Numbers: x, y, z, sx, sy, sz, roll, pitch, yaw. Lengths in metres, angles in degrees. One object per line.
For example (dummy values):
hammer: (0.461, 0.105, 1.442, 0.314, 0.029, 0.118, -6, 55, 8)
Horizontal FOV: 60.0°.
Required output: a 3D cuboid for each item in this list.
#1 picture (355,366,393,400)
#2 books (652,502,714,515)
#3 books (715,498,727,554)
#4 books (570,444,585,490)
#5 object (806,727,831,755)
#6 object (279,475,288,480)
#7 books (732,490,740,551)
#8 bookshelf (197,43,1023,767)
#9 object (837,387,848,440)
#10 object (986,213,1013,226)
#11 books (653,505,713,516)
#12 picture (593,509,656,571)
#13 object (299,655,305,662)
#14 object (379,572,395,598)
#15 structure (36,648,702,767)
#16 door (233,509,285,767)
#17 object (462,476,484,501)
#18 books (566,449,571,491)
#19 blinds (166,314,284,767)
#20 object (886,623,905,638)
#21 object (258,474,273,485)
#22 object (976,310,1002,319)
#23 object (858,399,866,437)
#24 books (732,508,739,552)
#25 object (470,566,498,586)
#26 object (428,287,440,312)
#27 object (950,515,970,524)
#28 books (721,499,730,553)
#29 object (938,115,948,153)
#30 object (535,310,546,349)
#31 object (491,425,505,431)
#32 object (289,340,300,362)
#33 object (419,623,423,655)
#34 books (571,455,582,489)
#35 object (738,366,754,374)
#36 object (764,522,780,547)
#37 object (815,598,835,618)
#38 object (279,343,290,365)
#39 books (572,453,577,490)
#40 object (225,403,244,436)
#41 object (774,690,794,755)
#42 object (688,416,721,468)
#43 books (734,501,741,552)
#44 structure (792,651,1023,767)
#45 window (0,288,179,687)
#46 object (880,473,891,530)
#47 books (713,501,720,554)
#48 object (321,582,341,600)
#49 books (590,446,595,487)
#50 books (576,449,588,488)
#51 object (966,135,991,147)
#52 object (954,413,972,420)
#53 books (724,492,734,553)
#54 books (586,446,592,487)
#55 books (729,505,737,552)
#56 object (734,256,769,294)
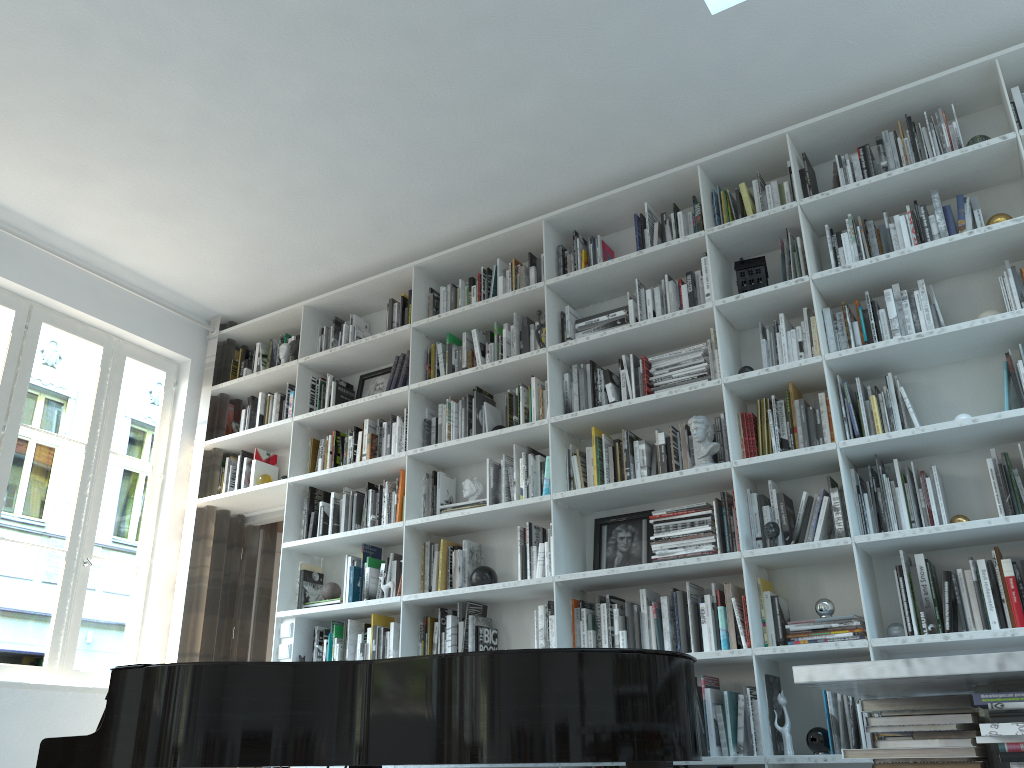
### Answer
picture: (-0.790, 0.049, 5.176, 0.300, 0.298, 0.078, -14, -26, 29)
books: (0.758, 0.556, 3.853, 0.254, 0.012, 0.161, -17, -28, 32)
books: (0.900, 0.626, 3.724, 0.011, 0.259, 0.185, -14, -26, 29)
books: (0.317, 0.438, 4.222, 0.010, 0.280, 0.140, -14, -26, 29)
object: (1.103, 1.279, 3.179, 0.094, 0.094, 0.094, 3, -23, -9)
object: (-1.342, 0.577, 5.248, 0.071, 0.072, 0.072, -4, -23, 9)
books: (0.966, 0.599, 3.688, 0.011, 0.278, 0.186, -14, -26, 29)
bookshelf: (0.793, 0.493, 3.781, 6.305, 3.128, 0.331, -14, -26, 29)
object: (1.374, 0.165, 3.621, 0.013, 0.282, 0.135, -14, -26, 29)
object: (1.901, -0.613, 3.451, 0.100, 0.101, 0.101, -4, -23, 9)
books: (0.759, 0.568, 3.850, 0.254, 0.012, 0.161, -13, -26, 26)
picture: (0.508, 0.733, 4.019, 0.300, 0.298, 0.078, -14, -26, 29)
object: (-1.082, 1.468, 4.549, 0.045, 0.146, 0.045, 7, -24, -18)
object: (-0.624, 1.005, 4.404, 0.082, 0.139, 0.044, -7, -24, 14)
structure: (-0.367, 1.347, 2.864, 1.921, 0.829, 1.339, -14, -27, 29)
door: (-1.193, 1.811, 5.367, 0.835, 1.972, 0.789, -14, -26, 29)
object: (-0.200, 0.545, 4.510, 0.121, 0.156, 0.095, 20, -31, -40)
books: (0.303, 0.450, 4.215, 0.012, 0.253, 0.161, -14, -26, 29)
blinds: (-1.713, 1.169, 5.440, 0.140, 3.216, 0.778, -14, -26, 29)
object: (1.408, 0.911, 3.243, 0.071, 0.072, 0.072, 3, -23, -9)
object: (-1.466, 0.579, 5.269, 0.087, 0.087, 0.087, 3, -23, -9)
object: (1.852, -0.230, 3.431, 0.111, 0.112, 0.112, -4, -23, 9)
object: (1.427, 0.178, 3.559, 0.013, 0.207, 0.140, -14, -26, 29)
books: (0.962, 0.637, 3.697, 0.021, 0.216, 0.132, -14, -26, 29)
object: (-0.135, 0.945, 4.276, 0.134, 0.134, 0.134, 3, -23, -9)
object: (-0.423, -0.392, 5.051, 0.012, 0.284, 0.160, -14, -26, 29)
object: (1.644, 0.515, 3.252, 0.071, 0.072, 0.072, 3, -23, -9)
books: (0.925, 0.626, 3.721, 0.013, 0.255, 0.163, -14, -26, 29)
object: (1.846, -0.985, 3.758, 0.006, 0.296, 0.130, -14, -26, 29)
object: (0.148, -0.255, 4.422, 0.075, 0.253, 0.075, -5, -23, 10)
object: (-0.060, 0.256, 4.483, 0.097, 0.098, 0.097, 3, -23, -9)
object: (-1.324, -0.177, 5.381, 0.067, 0.197, 0.067, 6, -24, -15)
object: (-0.400, 1.308, 4.338, 0.012, 0.253, 0.161, -14, -26, 29)
books: (0.340, 0.454, 4.166, 0.053, 0.208, 0.156, -14, -26, 29)
object: (1.006, -0.042, 3.804, 0.071, 0.072, 0.072, 3, -23, -9)
object: (1.017, 0.591, 3.461, 0.054, 0.113, 0.079, -14, -26, 28)
object: (1.175, 0.841, 3.328, 0.071, 0.072, 0.072, 3, -23, -9)
object: (-1.393, -0.159, 5.420, 0.067, 0.197, 0.067, 6, -24, -15)
books: (0.326, 0.457, 4.207, 0.011, 0.234, 0.142, -14, -26, 29)
object: (-1.766, 0.281, 5.660, 0.035, 0.294, 0.177, -14, -26, 29)
object: (0.993, 1.237, 3.242, 0.053, 0.223, 0.046, -21, -30, 39)
object: (0.817, 0.257, 3.764, 0.137, 0.243, 0.138, 0, -23, -3)
books: (0.980, 0.614, 3.659, 0.034, 0.228, 0.200, -14, -26, 29)
structure: (1.558, 0.794, 1.401, 2.903, 0.656, 3.122, -14, -27, 29)
window: (-2.622, 0.459, 4.500, 0.073, 2.000, 1.989, -14, -26, 29)
object: (1.464, 0.489, 3.429, 0.007, 0.265, 0.135, -14, -26, 29)
books: (0.891, 0.632, 3.730, 0.012, 0.253, 0.161, -14, -26, 29)
object: (-0.971, 1.120, 4.769, 0.105, 0.106, 0.106, -4, -23, 9)
books: (0.416, 0.426, 4.145, 0.029, 0.239, 0.156, -14, -26, 29)
books: (0.362, 0.438, 4.173, 0.042, 0.241, 0.162, -14, -26, 29)
object: (1.893, -0.954, 3.588, 0.104, 0.105, 0.104, 3, -23, -9)
object: (1.695, 0.146, 3.324, 0.071, 0.072, 0.072, 3, -23, -9)
books: (0.935, 0.609, 3.720, 0.011, 0.287, 0.152, -14, -26, 29)
books: (0.395, 0.431, 4.165, 0.026, 0.247, 0.139, -14, -26, 29)
books: (0.948, 0.634, 3.709, 0.013, 0.231, 0.134, -14, -26, 29)
object: (1.076, -0.461, 3.965, 0.135, 0.247, 0.136, -10, -24, 20)
